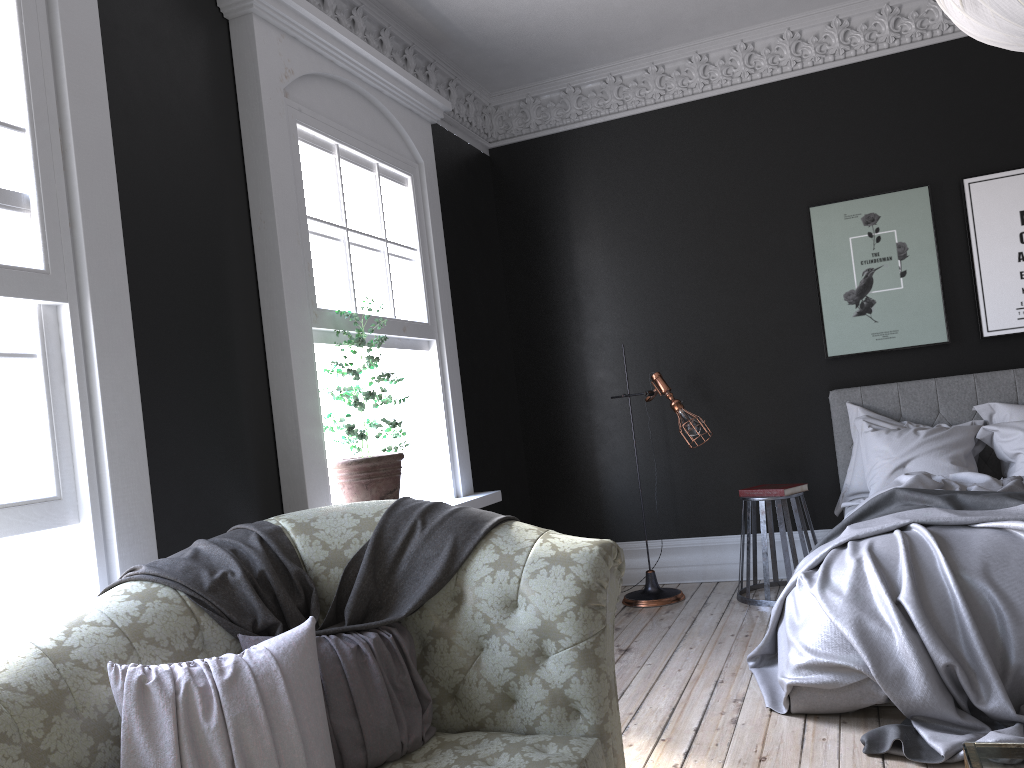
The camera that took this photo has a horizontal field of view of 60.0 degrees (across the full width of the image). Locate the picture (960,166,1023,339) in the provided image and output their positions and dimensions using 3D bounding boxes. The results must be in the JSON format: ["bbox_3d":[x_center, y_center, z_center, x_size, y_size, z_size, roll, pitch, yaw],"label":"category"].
[{"bbox_3d":[3.392,-0.877,5.712,0.792,1.078,0.014,-7,-1,21],"label":"picture"}]

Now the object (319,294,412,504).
[{"bbox_3d":[-0.723,0.137,4.404,0.473,1.133,0.506,-6,-2,-30],"label":"object"}]

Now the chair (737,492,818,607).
[{"bbox_3d":[1.749,1.054,5.821,0.613,0.672,0.614,-6,-2,-25],"label":"chair"}]

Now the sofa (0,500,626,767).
[{"bbox_3d":[-0.785,0.972,1.892,1.607,1.160,2.812,-7,-2,21],"label":"sofa"}]

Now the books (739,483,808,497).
[{"bbox_3d":[1.718,0.697,5.823,0.275,0.045,0.346,-5,-3,-40],"label":"books"}]

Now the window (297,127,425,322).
[{"bbox_3d":[-0.820,-0.781,4.877,0.056,1.016,1.262,-7,-2,20],"label":"window"}]

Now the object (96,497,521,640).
[{"bbox_3d":[-0.575,0.696,2.834,1.366,0.585,0.517,-6,-2,-20],"label":"object"}]

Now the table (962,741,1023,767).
[{"bbox_3d":[1.240,0.969,1.006,1.093,0.558,1.448,-7,-2,20],"label":"table"}]

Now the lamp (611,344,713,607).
[{"bbox_3d":[0.754,0.630,6.349,0.436,1.778,1.720,-6,-2,-31],"label":"lamp"}]

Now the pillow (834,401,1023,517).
[{"bbox_3d":[2.905,0.398,5.452,1.831,0.759,0.680,-7,-2,20],"label":"pillow"}]

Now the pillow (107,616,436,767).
[{"bbox_3d":[-0.572,0.856,2.362,0.405,0.461,0.963,-8,-2,28],"label":"pillow"}]

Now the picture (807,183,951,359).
[{"bbox_3d":[2.491,-0.757,6.053,0.792,1.078,0.014,-7,-1,21],"label":"picture"}]

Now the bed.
[{"bbox_3d":[2.482,0.594,4.428,2.766,1.297,3.284,-7,-2,9],"label":"bed"}]

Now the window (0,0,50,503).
[{"bbox_3d":[-1.756,-0.446,2.275,0.056,1.671,1.262,-7,-2,20],"label":"window"}]

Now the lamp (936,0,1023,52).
[{"bbox_3d":[1.578,-1.613,2.537,0.783,2.048,0.783,-6,-1,-26],"label":"lamp"}]
